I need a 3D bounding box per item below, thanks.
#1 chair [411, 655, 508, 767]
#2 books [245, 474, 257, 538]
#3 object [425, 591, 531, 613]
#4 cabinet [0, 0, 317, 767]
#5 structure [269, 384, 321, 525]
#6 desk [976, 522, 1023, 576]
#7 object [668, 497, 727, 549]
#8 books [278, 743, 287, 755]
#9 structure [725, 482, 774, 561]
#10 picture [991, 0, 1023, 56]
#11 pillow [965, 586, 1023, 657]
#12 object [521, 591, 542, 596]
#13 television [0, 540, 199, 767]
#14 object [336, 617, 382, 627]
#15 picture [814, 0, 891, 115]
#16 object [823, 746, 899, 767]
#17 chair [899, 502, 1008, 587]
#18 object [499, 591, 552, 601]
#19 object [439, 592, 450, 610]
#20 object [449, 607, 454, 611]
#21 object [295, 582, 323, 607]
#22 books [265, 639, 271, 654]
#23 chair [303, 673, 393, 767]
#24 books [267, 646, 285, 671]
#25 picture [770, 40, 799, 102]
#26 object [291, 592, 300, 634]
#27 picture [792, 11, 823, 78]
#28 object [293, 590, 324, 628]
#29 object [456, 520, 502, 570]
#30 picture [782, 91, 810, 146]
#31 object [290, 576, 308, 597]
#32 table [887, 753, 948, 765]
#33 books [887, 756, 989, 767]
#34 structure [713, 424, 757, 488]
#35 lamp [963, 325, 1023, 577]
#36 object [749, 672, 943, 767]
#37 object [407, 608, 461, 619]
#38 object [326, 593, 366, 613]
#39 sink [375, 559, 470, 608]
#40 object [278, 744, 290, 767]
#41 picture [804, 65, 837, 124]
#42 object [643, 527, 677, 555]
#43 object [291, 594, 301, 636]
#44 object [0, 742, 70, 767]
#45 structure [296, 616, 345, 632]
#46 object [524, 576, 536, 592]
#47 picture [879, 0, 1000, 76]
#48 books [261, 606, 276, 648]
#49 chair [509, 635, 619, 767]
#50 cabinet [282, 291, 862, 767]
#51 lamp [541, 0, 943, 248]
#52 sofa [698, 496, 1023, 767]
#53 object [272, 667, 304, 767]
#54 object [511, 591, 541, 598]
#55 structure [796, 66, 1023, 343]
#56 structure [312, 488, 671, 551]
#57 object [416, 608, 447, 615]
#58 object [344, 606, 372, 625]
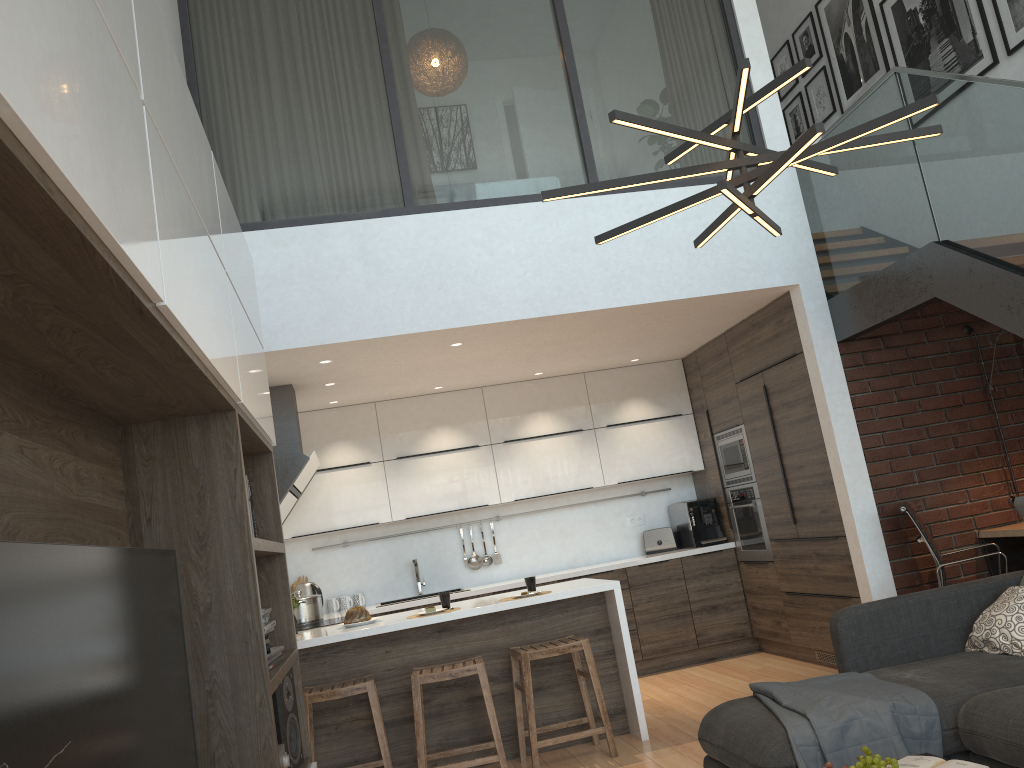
[{"bbox_3d":[-0.282,1.746,4.535,0.450,0.600,0.350,-9,-10,-6],"label":"chair"},{"bbox_3d":[-1.061,0.469,3.231,0.201,0.287,0.332,-8,-10,-11],"label":"books"},{"bbox_3d":[-0.185,1.202,4.911,0.597,0.039,0.064,-7,-10,-15],"label":"object"},{"bbox_3d":[-0.696,0.318,1.448,0.338,2.494,4.036,-8,-10,-11],"label":"cabinet"},{"bbox_3d":[-1.499,0.425,5.851,0.407,0.998,0.898,-8,-10,-11],"label":"structure"},{"bbox_3d":[3.304,0.997,4.261,0.610,0.750,2.182,-8,-10,-11],"label":"desk"},{"bbox_3d":[1.518,1.135,7.255,0.274,0.378,0.532,-8,-10,-11],"label":"object"},{"bbox_3d":[-0.833,1.248,2.802,0.248,0.123,0.307,-7,-10,-16],"label":"books"},{"bbox_3d":[1.974,1.017,6.694,0.495,0.570,0.595,-8,-10,-11],"label":"structure"},{"bbox_3d":[3.011,-2.381,4.904,0.025,0.654,0.990,-8,-10,-11],"label":"picture"},{"bbox_3d":[2.208,0.709,2.523,0.386,0.364,2.734,-9,-10,-7],"label":"pillow"},{"bbox_3d":[0.104,1.163,4.905,0.126,0.012,0.025,-11,-10,8],"label":"object"},{"bbox_3d":[-0.724,0.692,1.632,0.229,0.779,1.220,-8,-10,-11],"label":"television"},{"bbox_3d":[-0.861,1.351,5.018,0.261,0.021,0.261,-7,-10,-16],"label":"object"},{"bbox_3d":[2.603,-2.660,6.813,0.025,0.990,0.654,-8,-10,-11],"label":"picture"},{"bbox_3d":[0.880,1.030,2.292,0.256,0.173,0.279,-8,-10,-13],"label":"object"},{"bbox_3d":[2.577,1.104,4.888,0.700,0.991,0.651,-14,-10,23],"label":"chair"},{"bbox_3d":[0.075,1.194,4.992,0.304,0.002,0.304,-14,-10,21],"label":"object"},{"bbox_3d":[-0.376,1.228,5.011,0.066,0.093,0.066,-14,-10,24],"label":"object"},{"bbox_3d":[-0.333,1.242,4.891,0.025,0.011,0.126,-9,-10,-7],"label":"object"},{"bbox_3d":[-1.457,1.552,6.339,0.179,0.270,0.220,-6,-10,-23],"label":"object"},{"bbox_3d":[-0.900,0.853,2.796,0.266,0.030,0.209,-7,-10,-17],"label":"books"},{"bbox_3d":[-0.852,1.847,4.548,0.450,0.600,0.350,-8,-10,-11],"label":"chair"},{"bbox_3d":[-0.865,0.885,2.786,0.250,0.047,0.310,-9,-10,-5],"label":"books"},{"bbox_3d":[2.401,-2.753,7.809,0.025,0.410,0.333,-8,-10,-11],"label":"picture"},{"bbox_3d":[-1.338,1.314,5.189,0.179,0.311,0.172,-10,-10,0],"label":"object"},{"bbox_3d":[2.467,-2.831,7.411,0.025,0.410,0.333,-8,-10,-11],"label":"picture"},{"bbox_3d":[-1.384,1.465,5.799,0.288,0.223,0.315,-15,-11,30],"label":"object"},{"bbox_3d":[-0.265,1.299,7.180,0.320,0.389,0.069,-8,-10,-10],"label":"object"},{"bbox_3d":[2.484,-2.279,7.729,0.025,0.410,0.333,-8,-10,-11],"label":"picture"},{"bbox_3d":[-1.597,1.620,6.740,0.221,0.316,0.330,-8,-10,-11],"label":"object"},{"bbox_3d":[1.001,1.256,2.260,0.700,0.323,0.700,-8,-10,-11],"label":"table"},{"bbox_3d":[1.160,1.087,2.482,0.199,0.025,0.294,-4,-11,-31],"label":"books"},{"bbox_3d":[1.907,0.528,6.780,0.459,0.430,0.595,-8,-10,-11],"label":"structure"},{"bbox_3d":[3.161,0.499,4.980,0.462,2.003,1.054,-5,-11,-27],"label":"lamp"},{"bbox_3d":[1.194,1.267,3.185,0.548,0.369,0.685,-9,-10,-3],"label":"object"},{"bbox_3d":[-0.435,1.271,4.924,0.305,0.002,0.305,-1,-13,-41],"label":"object"},{"bbox_3d":[-1.292,1.703,6.899,0.297,0.105,0.112,-8,-10,-9],"label":"object"},{"bbox_3d":[-0.692,1.598,6.774,0.706,0.518,0.512,-8,-10,-11],"label":"sink"},{"bbox_3d":[-0.767,1.157,2.492,0.270,0.174,0.285,-8,-10,-11],"label":"object"},{"bbox_3d":[2.549,-2.359,7.331,0.025,0.410,0.333,-8,-10,-11],"label":"picture"},{"bbox_3d":[1.220,1.292,7.329,0.260,0.195,0.177,-11,-10,9],"label":"object"},{"bbox_3d":[-1.310,1.291,4.996,0.221,0.283,0.211,-10,-10,2],"label":"object"},{"bbox_3d":[-0.519,0.607,0.794,0.542,0.598,0.317,-14,-10,24],"label":"object"},{"bbox_3d":[-1.219,1.533,5.673,0.550,0.006,0.609,-8,-10,-11],"label":"structure"},{"bbox_3d":[0.110,1.153,5.074,0.066,0.093,0.066,-3,-12,-37],"label":"object"},{"bbox_3d":[2.819,-2.356,5.919,0.025,0.990,0.871,-8,-10,-11],"label":"picture"},{"bbox_3d":[-0.963,0.896,3.137,0.224,0.176,0.374,-8,-10,-11],"label":"books"},{"bbox_3d":[0.244,1.685,4.716,0.450,0.600,0.350,-8,-10,-13],"label":"chair"},{"bbox_3d":[0.122,1.015,6.100,3.495,2.401,2.401,-8,-10,-11],"label":"cabinet"},{"bbox_3d":[0.398,-2.264,2.893,1.200,3.645,0.831,-10,-10,-1],"label":"lamp"},{"bbox_3d":[1.649,0.828,2.298,2.108,0.995,3.169,-8,-10,-11],"label":"sofa"},{"bbox_3d":[-0.896,1.209,3.144,0.244,0.331,0.214,-10,-10,-1],"label":"object"},{"bbox_3d":[0.083,1.177,4.952,0.176,0.014,0.176,-9,-10,-6],"label":"object"},{"bbox_3d":[2.916,-0.112,4.134,1.289,3.460,5.660,-8,-10,-11],"label":"structure"},{"bbox_3d":[-0.112,1.098,7.254,3.000,0.045,0.050,-8,-10,-11],"label":"structure"},{"bbox_3d":[-0.442,1.258,4.887,0.176,0.014,0.176,-6,-10,-21],"label":"object"},{"bbox_3d":[-0.879,1.317,5.033,0.155,0.101,0.161,-7,-10,-15],"label":"object"}]
